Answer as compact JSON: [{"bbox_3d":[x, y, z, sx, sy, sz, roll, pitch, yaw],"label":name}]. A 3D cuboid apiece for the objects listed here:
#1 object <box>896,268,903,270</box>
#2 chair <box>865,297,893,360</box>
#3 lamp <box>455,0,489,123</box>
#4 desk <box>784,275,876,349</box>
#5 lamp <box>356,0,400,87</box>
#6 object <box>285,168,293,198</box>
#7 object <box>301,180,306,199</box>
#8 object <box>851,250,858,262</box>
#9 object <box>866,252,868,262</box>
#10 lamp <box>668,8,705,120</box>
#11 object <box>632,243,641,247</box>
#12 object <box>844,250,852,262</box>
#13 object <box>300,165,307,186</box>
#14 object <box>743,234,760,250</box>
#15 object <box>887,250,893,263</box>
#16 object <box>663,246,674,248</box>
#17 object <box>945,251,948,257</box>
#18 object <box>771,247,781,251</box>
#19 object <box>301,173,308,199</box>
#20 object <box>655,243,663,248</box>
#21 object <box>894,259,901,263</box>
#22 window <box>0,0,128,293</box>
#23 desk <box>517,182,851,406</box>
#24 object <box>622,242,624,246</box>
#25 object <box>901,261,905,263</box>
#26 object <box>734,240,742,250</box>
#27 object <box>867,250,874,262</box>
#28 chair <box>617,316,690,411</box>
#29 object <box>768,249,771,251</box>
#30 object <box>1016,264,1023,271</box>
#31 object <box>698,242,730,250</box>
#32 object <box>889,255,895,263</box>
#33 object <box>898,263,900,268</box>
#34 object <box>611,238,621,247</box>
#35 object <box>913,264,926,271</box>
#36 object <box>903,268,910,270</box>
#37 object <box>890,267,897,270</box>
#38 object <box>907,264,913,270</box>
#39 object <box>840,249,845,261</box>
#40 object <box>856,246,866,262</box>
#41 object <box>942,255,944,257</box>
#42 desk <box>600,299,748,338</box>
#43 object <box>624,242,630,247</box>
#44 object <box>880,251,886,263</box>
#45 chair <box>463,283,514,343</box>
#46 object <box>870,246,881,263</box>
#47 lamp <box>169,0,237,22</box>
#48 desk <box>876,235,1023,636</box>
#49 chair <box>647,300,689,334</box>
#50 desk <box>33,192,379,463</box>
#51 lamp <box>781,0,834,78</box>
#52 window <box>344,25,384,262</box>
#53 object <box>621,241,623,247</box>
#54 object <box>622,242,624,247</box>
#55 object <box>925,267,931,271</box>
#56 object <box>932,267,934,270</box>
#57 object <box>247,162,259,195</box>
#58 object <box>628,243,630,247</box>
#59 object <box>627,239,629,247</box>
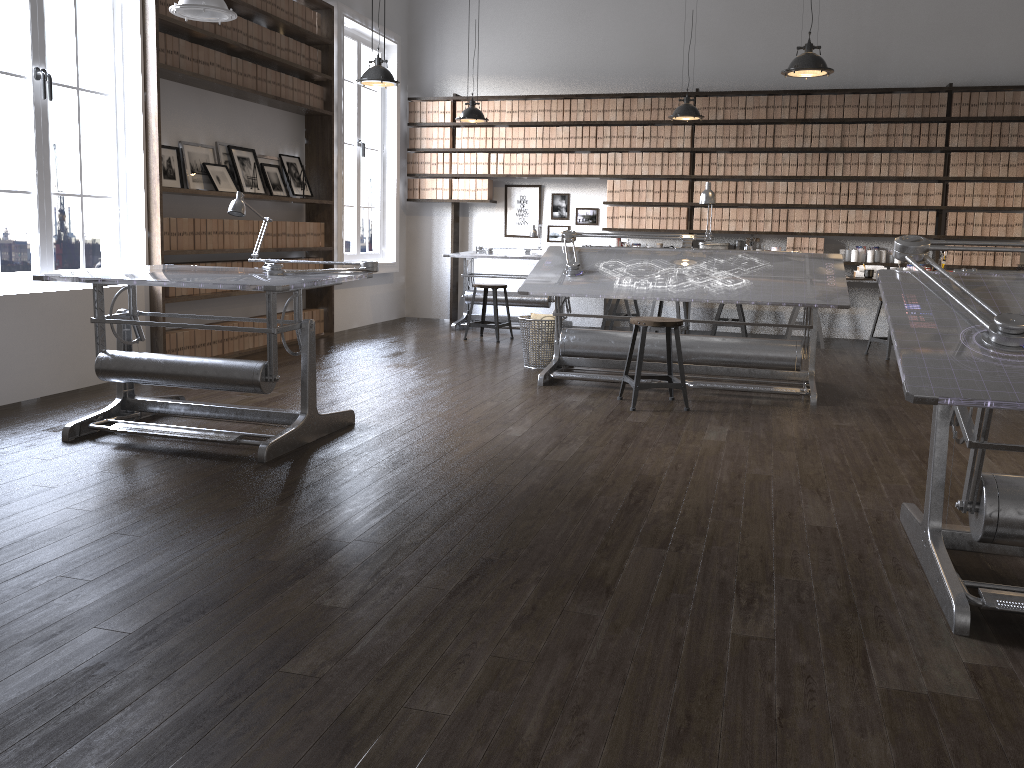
[{"bbox_3d":[3.673,-1.057,8.401,0.063,0.093,0.063,-4,9,-33],"label":"object"},{"bbox_3d":[3.350,-0.488,7.725,0.371,0.524,0.361,0,8,-11],"label":"chair"},{"bbox_3d":[-0.342,-3.539,8.040,0.311,2.238,0.315,1,7,-4],"label":"lamp"},{"bbox_3d":[3.316,-0.671,8.359,1.669,0.665,0.659,4,9,16],"label":"desk"},{"bbox_3d":[-0.914,-3.215,6.080,0.311,2.238,0.315,1,7,-4],"label":"lamp"},{"bbox_3d":[-1.905,-1.716,7.568,0.040,0.258,0.124,3,8,16],"label":"object"},{"bbox_3d":[-1.827,-1.698,7.750,0.040,0.164,0.067,3,8,16],"label":"object"},{"bbox_3d":[3.335,-1.246,8.622,0.062,0.118,0.062,-2,8,-24],"label":"object"},{"bbox_3d":[3.495,-1.237,8.672,0.054,0.101,0.054,6,9,32],"label":"object"},{"bbox_3d":[1.530,-3.404,7.515,0.311,2.238,0.315,1,7,-4],"label":"lamp"},{"bbox_3d":[1.310,-1.418,9.334,0.094,0.127,0.095,-6,11,-43],"label":"object"},{"bbox_3d":[3.294,-1.256,8.679,0.063,0.117,0.063,-4,9,-33],"label":"object"},{"bbox_3d":[-1.843,-1.778,7.809,0.040,0.302,0.119,3,8,16],"label":"object"},{"bbox_3d":[2.433,-1.405,8.967,0.181,0.270,0.157,1,8,0],"label":"object"},{"bbox_3d":[3.729,-1.248,8.672,0.094,0.129,0.095,2,8,3],"label":"object"},{"bbox_3d":[1.635,-1.374,9.153,0.171,0.108,0.091,4,8,16],"label":"object"},{"bbox_3d":[4.013,-1.152,8.228,0.008,0.185,0.072,-3,8,-31],"label":"object"},{"bbox_3d":[2.645,-1.307,8.876,0.095,0.127,0.094,5,9,22],"label":"object"},{"bbox_3d":[-1.851,-1.770,7.885,0.040,0.260,0.111,3,8,16],"label":"object"},{"bbox_3d":[1.539,-1.380,9.212,0.107,0.160,0.237,-1,9,-18],"label":"object"},{"bbox_3d":[3.710,-1.208,8.512,0.062,0.095,0.062,-6,10,-42],"label":"object"},{"bbox_3d":[-2.771,-1.728,5.178,0.153,2.481,1.491,3,8,16],"label":"window"},{"bbox_3d":[1.073,-0.698,6.087,2.281,1.378,1.083,4,8,16],"label":"desk"},{"bbox_3d":[1.157,-1.360,9.041,0.071,0.185,0.008,4,7,17],"label":"object"},{"bbox_3d":[3.763,-1.213,8.552,0.063,0.094,0.063,-6,10,-42],"label":"object"},{"bbox_3d":[2.317,-1.379,9.086,0.079,0.187,0.079,1,7,-5],"label":"object"},{"bbox_3d":[3.475,-1.236,8.586,0.062,0.118,0.062,-1,8,-16],"label":"object"},{"bbox_3d":[0.850,-0.125,5.277,0.358,0.524,0.374,1,8,-6],"label":"chair"},{"bbox_3d":[2.596,-1.305,8.927,0.045,0.100,0.044,4,8,18],"label":"object"},{"bbox_3d":[4.781,-1.007,8.092,0.284,0.160,0.205,3,9,8],"label":"object"},{"bbox_3d":[2.068,-1.371,9.068,0.317,0.151,0.194,4,9,15],"label":"object"},{"bbox_3d":[3.690,-1.212,8.598,0.054,0.081,0.054,2,8,6],"label":"object"},{"bbox_3d":[3.706,-1.088,8.467,0.029,0.132,0.004,4,7,20],"label":"object"},{"bbox_3d":[1.087,-1.441,9.277,0.107,0.176,0.108,4,8,17],"label":"object"},{"bbox_3d":[3.816,-1.055,8.299,0.105,0.141,0.104,5,9,23],"label":"object"},{"bbox_3d":[3.713,-1.047,8.344,0.062,0.094,0.062,-2,9,-24],"label":"object"},{"bbox_3d":[3.641,-1.068,8.460,0.062,0.094,0.062,-4,9,-33],"label":"object"},{"bbox_3d":[3.799,-1.070,8.415,0.095,0.127,0.094,3,8,12],"label":"object"},{"bbox_3d":[3.263,-1.267,8.738,0.062,0.118,0.062,-4,9,-33],"label":"object"},{"bbox_3d":[3.421,-1.272,8.693,0.095,0.161,0.094,3,8,12],"label":"object"},{"bbox_3d":[4.002,-1.139,8.227,0.038,0.152,0.008,-2,8,-25],"label":"object"},{"bbox_3d":[1.620,-0.794,8.839,1.669,0.665,0.659,4,9,16],"label":"desk"},{"bbox_3d":[1.207,-1.429,9.322,0.070,0.129,0.070,-4,9,-36],"label":"object"},{"bbox_3d":[3.608,-1.239,8.620,0.062,0.118,0.062,-1,8,-16],"label":"object"},{"bbox_3d":[-0.209,-0.670,8.297,0.372,0.524,0.360,5,9,24],"label":"chair"},{"bbox_3d":[3.548,-1.265,8.668,0.094,0.161,0.206,4,9,17],"label":"object"},{"bbox_3d":[-1.467,-2.896,4.153,0.311,2.238,0.315,1,7,-4],"label":"lamp"},{"bbox_3d":[2.153,-0.052,2.489,2.070,1.378,1.083,4,8,16],"label":"desk"},{"bbox_3d":[1.473,-0.636,8.328,0.372,0.524,0.360,5,9,24],"label":"chair"},{"bbox_3d":[-1.409,-0.367,4.401,1.270,1.181,1.178,4,9,16],"label":"desk"},{"bbox_3d":[1.838,-3.016,5.301,0.311,2.238,0.314,6,9,36],"label":"lamp"},{"bbox_3d":[-1.559,-2.354,8.929,0.153,2.295,1.252,3,8,16],"label":"window"},{"bbox_3d":[1.139,-1.433,9.339,0.050,0.139,0.051,3,7,13],"label":"object"},{"bbox_3d":[1.174,-1.441,9.394,0.072,0.128,0.071,-3,9,-27],"label":"object"},{"bbox_3d":[3.868,-1.031,8.245,0.049,0.111,0.049,4,8,19],"label":"object"},{"bbox_3d":[3.935,-1.058,8.286,0.033,0.147,0.005,3,7,15],"label":"object"},{"bbox_3d":[-2.052,-1.625,7.012,0.040,0.258,0.175,3,8,16],"label":"object"},{"bbox_3d":[1.177,-1.365,9.039,0.055,0.191,0.006,3,7,15],"label":"object"},{"bbox_3d":[1.170,-1.369,9.025,0.007,0.213,0.055,-4,9,-38],"label":"object"}]
